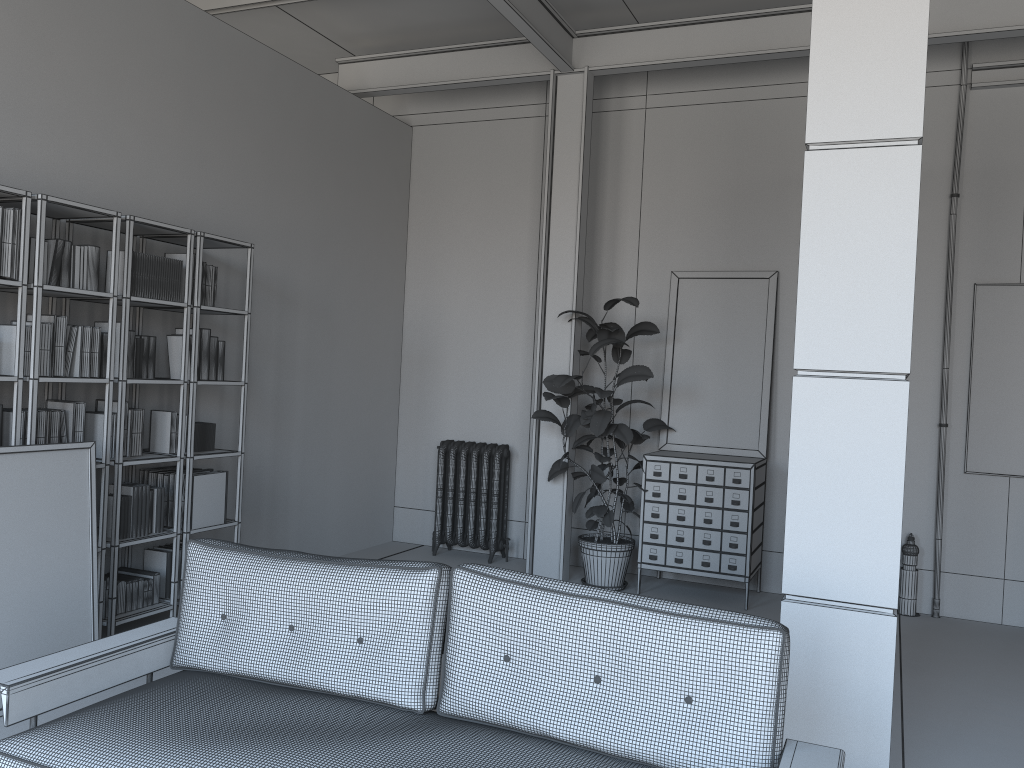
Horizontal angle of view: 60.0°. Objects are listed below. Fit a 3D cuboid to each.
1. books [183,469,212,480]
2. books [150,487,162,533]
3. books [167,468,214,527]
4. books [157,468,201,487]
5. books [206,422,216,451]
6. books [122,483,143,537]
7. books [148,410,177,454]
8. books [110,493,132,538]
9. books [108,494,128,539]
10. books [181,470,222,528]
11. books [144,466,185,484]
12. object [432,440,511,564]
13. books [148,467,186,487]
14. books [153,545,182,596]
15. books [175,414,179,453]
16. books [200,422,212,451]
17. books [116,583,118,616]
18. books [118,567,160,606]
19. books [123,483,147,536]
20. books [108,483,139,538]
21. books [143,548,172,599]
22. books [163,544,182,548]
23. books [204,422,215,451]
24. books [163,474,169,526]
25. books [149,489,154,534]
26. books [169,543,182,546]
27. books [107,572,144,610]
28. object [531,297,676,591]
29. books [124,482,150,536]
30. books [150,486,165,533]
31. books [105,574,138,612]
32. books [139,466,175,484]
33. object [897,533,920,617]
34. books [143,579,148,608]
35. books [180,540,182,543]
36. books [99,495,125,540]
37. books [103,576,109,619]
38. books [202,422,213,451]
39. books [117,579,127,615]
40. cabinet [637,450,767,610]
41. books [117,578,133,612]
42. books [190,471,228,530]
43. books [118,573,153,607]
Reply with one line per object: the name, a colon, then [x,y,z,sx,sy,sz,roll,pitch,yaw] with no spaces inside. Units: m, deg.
books: [-1.861,0.673,5.192,0.027,0.326,0.272,3,0,23]
books: [-2.017,0.696,4.913,0.184,0.254,0.025,3,0,23]
books: [-1.888,0.671,5.226,0.037,0.322,0.333,3,0,23]
books: [-1.969,0.669,5.256,0.056,0.315,0.317,3,0,23]
books: [-1.849,0.320,5.360,0.134,0.177,0.012,3,0,23]
books: [-2.075,0.680,4.780,0.202,0.278,0.027,3,0,23]
books: [-2.010,0.275,5.097,0.170,0.245,0.043,3,0,23]
books: [-2.097,0.703,4.731,0.165,0.227,0.022,3,0,23]
books: [-2.106,0.703,4.710,0.165,0.227,0.022,3,0,23]
books: [-1.812,0.678,5.183,0.068,0.327,0.303,3,0,24]
books: [-2.075,0.663,5.297,0.033,0.326,0.303,3,0,23]
object: [-0.336,0.993,7.520,0.733,1.007,0.328,3,0,23]
books: [-2.026,0.667,5.280,0.068,0.318,0.319,3,0,23]
books: [-2.004,1.091,5.165,0.195,0.279,0.049,3,0,23]
books: [-1.985,0.284,5.146,0.162,0.229,0.053,3,0,31]
books: [-1.862,0.320,5.328,0.134,0.177,0.012,3,0,23]
books: [-2.205,1.125,4.694,0.271,0.184,0.047,3,0,23]
books: [-2.090,1.129,4.960,0.271,0.184,0.047,3,0,23]
books: [-2.063,0.680,4.805,0.202,0.278,0.027,3,0,23]
books: [-2.085,0.679,4.754,0.202,0.278,0.027,3,0,23]
books: [-2.036,1.091,5.092,0.192,0.277,0.030,3,0,23]
books: [-1.985,1.092,5.209,0.192,0.279,0.047,3,0,23]
books: [-1.853,0.320,5.350,0.134,0.177,0.012,3,0,23]
books: [-1.923,0.675,5.241,0.040,0.312,0.343,3,0,23]
books: [-2.055,0.695,4.879,0.180,0.244,0.057,3,0,23]
books: [-1.957,1.092,5.256,0.207,0.283,0.061,3,0,23]
books: [-2.122,1.132,4.853,0.242,0.176,0.040,3,0,23]
object: [0.645,0.434,6.553,0.868,2.157,1.270,3,0,24]
books: [-2.053,0.680,4.830,0.202,0.278,0.027,3,0,23]
books: [-2.008,0.696,4.936,0.184,0.254,0.025,3,0,23]
books: [-2.137,1.132,4.816,0.242,0.176,0.040,3,0,23]
books: [-2.107,0.661,5.309,0.033,0.326,0.303,3,0,23]
object: [2.833,1.381,6.305,0.206,0.647,0.173,3,1,-31]
books: [-2.108,1.142,4.886,0.241,0.158,0.033,3,0,23]
books: [-1.933,1.088,5.295,0.217,0.295,0.030,3,0,23]
books: [-2.114,0.703,4.689,0.165,0.227,0.022,3,0,23]
books: [-2.220,1.106,4.657,0.275,0.223,0.033,3,0,23]
books: [-1.858,0.320,5.339,0.134,0.177,0.012,3,0,23]
books: [-2.180,1.126,4.739,0.260,0.185,0.056,3,0,23]
cabinet: [1.419,1.049,6.598,0.796,1.026,0.668,3,0,23]
books: [-2.153,1.131,4.779,0.242,0.176,0.040,3,0,23]
books: [-1.765,0.679,5.163,0.033,0.326,0.303,3,0,23]
books: [-2.096,1.142,4.916,0.241,0.158,0.033,3,0,23]
